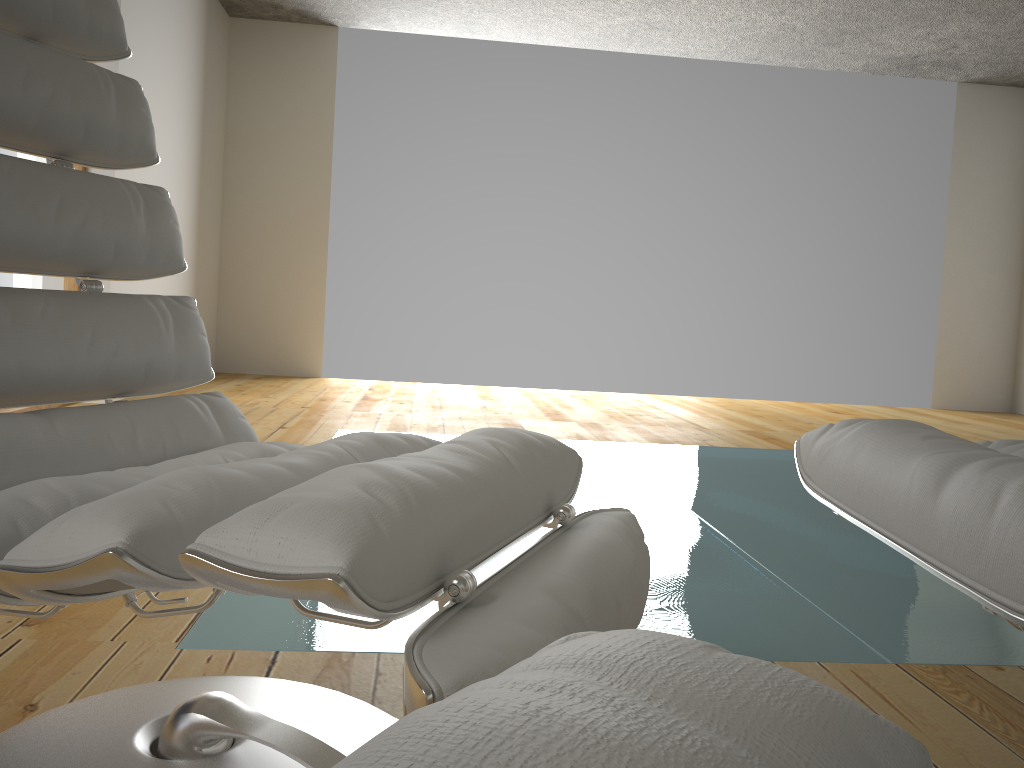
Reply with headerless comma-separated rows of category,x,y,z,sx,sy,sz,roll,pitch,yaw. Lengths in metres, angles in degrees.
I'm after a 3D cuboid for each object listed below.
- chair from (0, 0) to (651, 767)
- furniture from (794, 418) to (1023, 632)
chair,-0.328,-0.055,0.908,0.914,0.967,0.570,5,3,19
furniture,0.536,0.274,0.737,0.686,0.439,0.570,3,4,1
